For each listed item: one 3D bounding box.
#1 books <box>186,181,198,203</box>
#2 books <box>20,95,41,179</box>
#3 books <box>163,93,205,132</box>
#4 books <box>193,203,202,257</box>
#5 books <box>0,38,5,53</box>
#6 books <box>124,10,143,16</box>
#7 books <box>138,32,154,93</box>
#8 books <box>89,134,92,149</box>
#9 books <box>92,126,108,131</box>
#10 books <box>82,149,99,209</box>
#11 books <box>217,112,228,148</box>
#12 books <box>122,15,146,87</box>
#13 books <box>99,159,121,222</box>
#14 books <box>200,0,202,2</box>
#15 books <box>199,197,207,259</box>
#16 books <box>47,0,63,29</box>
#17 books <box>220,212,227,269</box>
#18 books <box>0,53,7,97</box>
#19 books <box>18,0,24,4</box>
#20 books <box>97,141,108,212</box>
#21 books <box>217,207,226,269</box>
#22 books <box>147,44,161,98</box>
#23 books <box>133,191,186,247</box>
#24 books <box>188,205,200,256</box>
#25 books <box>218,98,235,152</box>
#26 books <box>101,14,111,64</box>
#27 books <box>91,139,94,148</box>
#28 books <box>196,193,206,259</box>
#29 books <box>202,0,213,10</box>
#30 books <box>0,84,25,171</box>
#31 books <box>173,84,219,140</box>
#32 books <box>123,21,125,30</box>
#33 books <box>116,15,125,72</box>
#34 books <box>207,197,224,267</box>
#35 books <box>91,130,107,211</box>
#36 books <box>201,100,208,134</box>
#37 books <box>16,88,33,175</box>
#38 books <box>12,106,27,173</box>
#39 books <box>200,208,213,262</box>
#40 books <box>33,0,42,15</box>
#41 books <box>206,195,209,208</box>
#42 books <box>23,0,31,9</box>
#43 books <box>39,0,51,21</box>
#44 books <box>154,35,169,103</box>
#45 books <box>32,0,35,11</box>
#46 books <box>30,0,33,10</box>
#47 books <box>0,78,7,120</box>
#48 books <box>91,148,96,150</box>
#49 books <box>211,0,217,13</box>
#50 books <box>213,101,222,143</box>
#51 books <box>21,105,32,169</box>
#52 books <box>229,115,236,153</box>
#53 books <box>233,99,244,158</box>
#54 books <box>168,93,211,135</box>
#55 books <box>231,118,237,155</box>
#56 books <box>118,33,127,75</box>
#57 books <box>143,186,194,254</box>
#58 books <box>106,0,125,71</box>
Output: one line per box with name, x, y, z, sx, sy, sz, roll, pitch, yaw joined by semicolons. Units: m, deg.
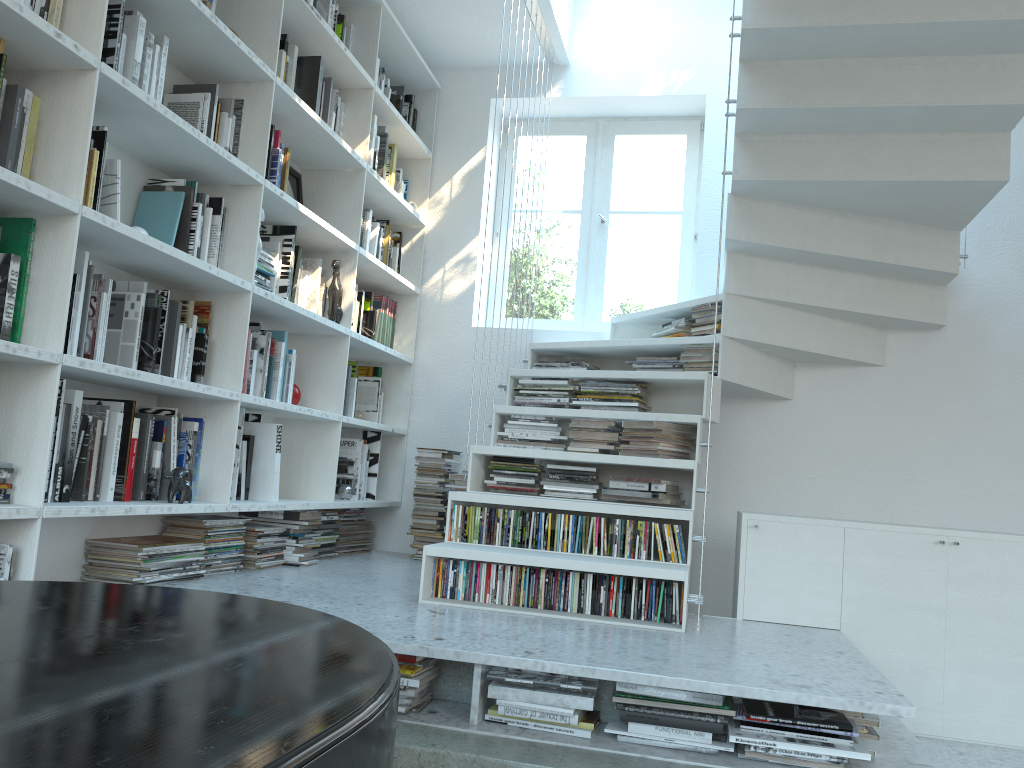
books;-1.106;-0.513;2.876;0.154;0.295;0.013;3;-6;13
books;-1.259;-0.585;2.203;0.141;0.268;0.033;3;-6;13
books;-1.084;-0.841;2.903;0.140;0.220;0.015;3;-6;13
books;-1.097;-0.476;2.856;0.187;0.219;0.013;3;-6;13
books;-1.276;-0.637;2.054;0.169;0.337;0.022;3;-6;13
books;-1.155;-0.924;2.548;0.159;0.295;0.027;3;-6;13
books;-1.137;-0.895;2.567;0.183;0.244;0.025;3;-6;13
books;-1.212;-0.550;2.369;0.169;0.242;0.008;3;-6;13
books;-1.198;-0.565;2.429;0.158;0.287;0.013;3;-6;13
books;-1.191;-0.525;2.348;0.191;0.191;0.017;3;-6;13
books;-1.052;-0.819;2.999;0.173;0.201;0.013;3;-6;13
books;-1.138;-0.910;2.513;0.182;0.263;0.030;3;-6;13
books;-1.171;-0.518;2.471;0.176;0.210;0.051;3;-6;13
books;-1.058;-1.254;2.786;0.183;0.285;0.029;3;-6;13
books;-1.087;-0.490;2.908;0.152;0.259;0.015;3;-6;13
books;-1.207;-0.931;2.212;0.176;0.229;0.028;3;-6;13
books;-1.056;-0.467;3.029;0.158;0.245;0.010;3;-6;13
books;-1.262;-0.616;2.035;0.182;0.292;0.019;3;-6;13
books;-1.226;-0.969;2.092;0.186;0.275;0.028;3;-6;13
books;-1.202;-0.546;2.451;0.161;0.253;0.007;3;-6;13
books;-1.057;-0.474;2.996;0.169;0.252;0.011;3;-6;13
books;-1.134;-0.883;2.613;0.183;0.232;0.021;3;-6;13
books;-1.123;-0.494;2.794;0.153;0.241;0.056;3;-6;13
books;-1.099;-0.472;2.846;0.188;0.209;0.006;3;-6;13
books;-1.037;-0.844;3.013;0.175;0.256;0.016;3;-6;13
books;-1.184;-0.900;2.418;0.161;0.215;0.026;3;-6;13
books;-1.208;-0.546;2.402;0.132;0.242;0.017;3;-6;13
books;-1.089;-0.493;2.892;0.165;0.263;0.018;3;-6;13
books;-1.047;-1.221;2.854;0.171;0.235;0.054;3;-6;13
books;-1.250;-0.584;2.085;0.188;0.241;0.027;3;-6;13
books;-1.058;-0.860;2.932;0.164;0.267;0.015;3;-6;13
books;-1.166;-0.911;2.497;0.131;0.256;0.011;3;-6;13
books;-1.161;-0.905;2.453;0.164;0.237;0.022;3;-6;13
books;-1.061;-0.489;2.959;0.183;0.273;0.012;3;-6;13
books;-1.196;-0.558;2.412;0.178;0.269;0.006;3;-6;13
books;-1.079;-0.832;2.912;0.154;0.205;0.005;3;-6;13
books;-1.255;-0.588;2.163;0.143;0.266;0.032;3;-6;13
books;-1.254;-0.562;2.108;0.181;0.204;0.034;3;-6;13
books;-1.078;-0.470;2.918;0.178;0.224;0.012;3;-6;13
books;-1.229;-0.968;2.187;0.154;0.293;0.028;3;-6;13
books;-1.087;-0.493;2.942;0.154;0.274;0.032;3;-6;13
books;-1.236;-0.926;2.125;0.185;0.196;0.027;3;-6;13
books;-1.224;-0.957;2.201;0.173;0.277;0.025;3;-6;13
books;-1.116;-0.900;2.635;0.169;0.272;0.024;3;-6;13
books;-1.233;-0.940;2.167;0.149;0.233;0.024;3;-6;13
books;-1.231;-0.930;2.147;0.157;0.211;0.029;3;-6;13
books;-1.279;-0.593;2.068;0.174;0.252;0.033;3;-6;13
books;-1.201;-0.532;2.386;0.158;0.211;0.007;3;-6;13
books;-1.052;-1.209;2.877;0.182;0.216;0.048;3;-6;13
books;-1.063;-0.836;2.975;0.160;0.227;0.016;3;-6;13
books;-1.266;-0.577;2.183;0.149;0.247;0.019;3;-6;13
books;-1.035;-0.816;3.024;0.173;0.204;0.013;3;-6;13
books;-1.022;-0.848;3.059;0.182;0.277;0.005;3;-6;13
books;-1.074;-0.845;2.921;0.154;0.232;0.012;3;-6;13
books;-1.033;-0.814;3.049;0.169;0.206;0.012;3;-6;13
books;-1.167;-0.882;2.476;0.171;0.194;0.025;3;-6;13
books;-1.108;-0.502;2.829;0.174;0.264;0.021;3;-6;13
books;-1.158;-0.929;2.436;0.177;0.280;0.014;3;-6;13
